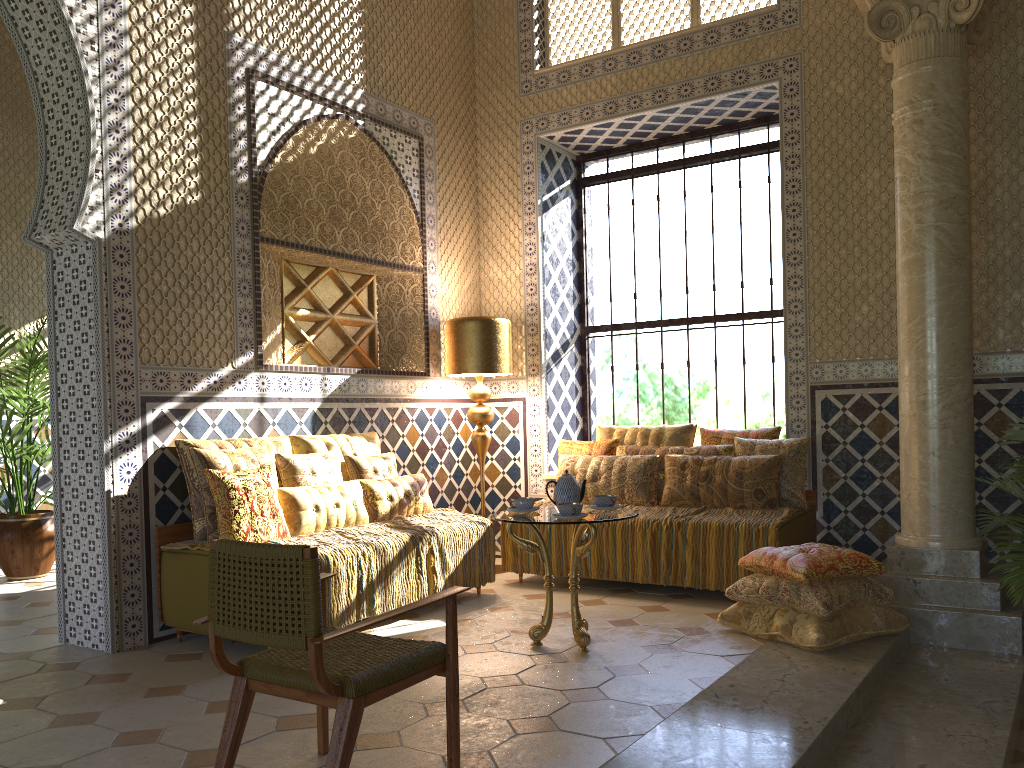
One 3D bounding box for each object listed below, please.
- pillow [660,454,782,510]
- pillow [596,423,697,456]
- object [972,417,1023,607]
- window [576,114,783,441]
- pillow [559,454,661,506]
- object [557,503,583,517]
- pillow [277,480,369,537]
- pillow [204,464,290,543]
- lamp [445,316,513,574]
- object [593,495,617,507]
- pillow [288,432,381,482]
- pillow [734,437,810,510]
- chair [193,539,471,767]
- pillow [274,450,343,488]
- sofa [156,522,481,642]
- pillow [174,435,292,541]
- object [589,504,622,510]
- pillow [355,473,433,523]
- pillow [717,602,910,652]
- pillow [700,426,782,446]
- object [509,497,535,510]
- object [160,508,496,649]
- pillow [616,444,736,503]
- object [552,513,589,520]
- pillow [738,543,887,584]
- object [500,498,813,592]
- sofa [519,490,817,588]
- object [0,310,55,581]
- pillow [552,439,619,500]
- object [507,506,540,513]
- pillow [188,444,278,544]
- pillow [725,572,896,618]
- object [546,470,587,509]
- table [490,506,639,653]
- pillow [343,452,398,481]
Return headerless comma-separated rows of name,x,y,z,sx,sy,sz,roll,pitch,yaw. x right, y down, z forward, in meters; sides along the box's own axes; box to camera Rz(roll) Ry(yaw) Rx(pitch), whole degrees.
pillow,1.998,0.957,8.564,1.192,0.547,0.329,-3,0,33
pillow,1.380,0.848,9.502,1.193,0.833,0.422,-2,0,33
object,4.637,0.938,6.137,2.643,2.504,2.163,-2,0,20
window,-0.489,-0.814,11.677,8.489,3.993,0.573,-2,0,29
pillow,0.969,1.010,9.229,1.192,0.547,0.329,-3,0,33
object,0.410,0.894,6.225,0.183,0.100,0.183,-2,-2,29
pillow,-1.601,1.084,7.618,0.271,0.451,0.982,-1,-1,33
pillow,-2.057,0.973,6.957,0.345,0.652,0.684,-1,-1,32
lamp,-0.342,0.684,9.912,0.737,2.816,0.736,-1,1,2
object,0.713,0.908,6.785,0.184,0.100,0.183,-2,-2,22
pillow,-1.602,0.886,8.518,0.422,0.833,1.192,-1,-1,33
pillow,2.478,0.858,8.535,0.741,0.694,0.340,-2,0,33
chair,-0.828,1.268,4.017,0.951,1.210,0.906,-2,0,33
pillow,-1.733,0.938,7.801,0.341,0.693,0.740,-1,0,33
sofa,-1.483,1.587,7.778,1.274,0.938,2.848,-2,-2,33
pillow,-2.250,0.864,7.513,0.422,0.833,1.192,-1,-1,33
object,0.714,0.946,6.786,0.256,0.032,0.256,-2,-2,12
pillow,-1.094,1.102,8.405,0.271,0.451,0.982,-1,-1,33
pillow,2.301,1.794,6.796,1.042,0.368,0.992,0,-2,-32
pillow,2.282,0.833,8.990,0.856,0.801,0.393,-2,0,33
object,0.087,0.924,6.769,0.183,0.100,0.183,-2,-2,14
object,-1.439,1.575,7.735,1.315,0.718,2.885,-2,-2,33
pillow,1.629,0.931,9.061,1.342,0.616,0.370,-3,0,33
object,0.411,0.932,6.226,0.256,0.032,0.255,-3,-2,29
pillow,2.278,1.383,6.776,0.747,0.311,0.804,-1,-2,-23
object,1.393,1.546,8.867,2.888,0.718,1.313,-3,-2,33
sofa,1.461,1.555,8.898,2.851,0.938,1.273,-3,-2,33
object,-5.759,0.468,10.091,2.258,3.555,2.751,-1,0,36
pillow,0.792,0.944,9.624,0.741,0.694,0.340,-2,0,33
object,0.088,0.962,6.771,0.256,0.032,0.256,-2,-2,12
pillow,-2.202,0.893,7.217,0.383,0.781,0.833,-1,0,33
pillow,2.275,1.593,6.795,0.880,0.347,0.932,0,-2,-37
object,0.408,0.801,6.606,0.273,0.324,0.199,-2,0,22
table,0.400,1.451,6.585,1.100,0.981,1.101,-1,-1,-28
pillow,-1.297,0.983,8.476,0.313,0.638,0.681,-1,0,33
